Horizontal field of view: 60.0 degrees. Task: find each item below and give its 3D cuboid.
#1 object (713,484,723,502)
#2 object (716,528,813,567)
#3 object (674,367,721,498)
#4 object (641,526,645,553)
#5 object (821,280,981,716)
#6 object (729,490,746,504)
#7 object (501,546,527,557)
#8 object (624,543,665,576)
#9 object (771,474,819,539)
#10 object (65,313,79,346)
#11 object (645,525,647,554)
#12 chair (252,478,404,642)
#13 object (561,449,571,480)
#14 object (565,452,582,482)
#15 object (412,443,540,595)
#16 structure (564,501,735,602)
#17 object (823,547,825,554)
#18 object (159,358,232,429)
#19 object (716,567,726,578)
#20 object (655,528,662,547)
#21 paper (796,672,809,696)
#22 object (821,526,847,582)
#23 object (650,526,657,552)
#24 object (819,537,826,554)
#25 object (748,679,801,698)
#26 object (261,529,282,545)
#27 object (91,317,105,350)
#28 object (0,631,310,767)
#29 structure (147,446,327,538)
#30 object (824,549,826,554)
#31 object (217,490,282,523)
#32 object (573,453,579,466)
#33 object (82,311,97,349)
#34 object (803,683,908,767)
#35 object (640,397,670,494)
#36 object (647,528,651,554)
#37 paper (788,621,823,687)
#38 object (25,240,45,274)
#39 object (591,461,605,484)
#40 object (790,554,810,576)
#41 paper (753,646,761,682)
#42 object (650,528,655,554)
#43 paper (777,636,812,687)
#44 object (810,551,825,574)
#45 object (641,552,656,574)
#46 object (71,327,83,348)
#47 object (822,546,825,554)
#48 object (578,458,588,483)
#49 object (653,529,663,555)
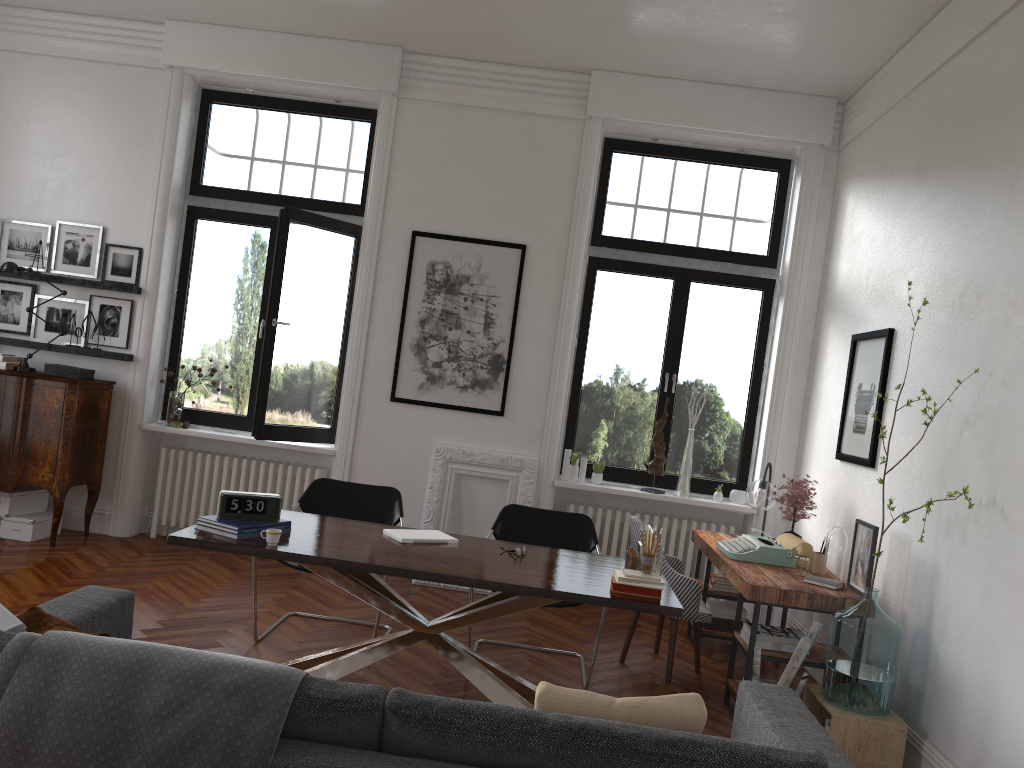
[{"bbox_3d":[1.593,0.839,6.834,0.072,0.134,0.072,8,1,28],"label":"object"},{"bbox_3d":[1.519,0.975,5.407,0.484,0.149,0.534,8,0,1],"label":"object"},{"bbox_3d":[1.431,0.358,6.817,0.295,1.054,0.289,8,1,5],"label":"object"},{"bbox_3d":[0.590,0.734,3.978,0.049,0.193,0.008,8,1,7],"label":"object"},{"bbox_3d":[1.837,0.516,4.044,0.354,2.059,0.806,7,1,-17],"label":"object"},{"bbox_3d":[1.765,0.880,6.911,0.135,0.098,0.132,7,0,-28],"label":"object"},{"bbox_3d":[0.026,0.828,4.433,0.114,0.047,0.132,7,0,-34],"label":"object"},{"bbox_3d":[0.630,0.847,4.241,0.149,0.166,0.228,8,0,3],"label":"object"},{"bbox_3d":[1.821,0.827,5.729,0.309,0.529,0.289,7,1,-43],"label":"object"},{"bbox_3d":[-3.406,-0.418,6.862,0.124,0.260,0.040,8,1,2],"label":"object"},{"bbox_3d":[0.604,0.736,4.002,0.008,0.193,0.049,7,1,-28],"label":"object"},{"bbox_3d":[-1.017,1.033,5.099,0.752,0.873,0.745,8,1,2],"label":"chair"},{"bbox_3d":[0.425,0.631,6.947,0.051,0.238,0.051,8,1,37],"label":"object"},{"bbox_3d":[0.472,0.635,6.840,0.102,0.244,0.098,7,1,-20],"label":"object"},{"bbox_3d":[-0.271,1.036,6.724,0.830,1.063,0.233,8,1,2],"label":"object"},{"bbox_3d":[1.042,1.407,7.002,1.453,0.778,0.225,8,1,2],"label":"structure"},{"bbox_3d":[1.792,0.985,5.107,0.008,0.207,0.054,7,1,-14],"label":"object"},{"bbox_3d":[-2.517,0.059,7.066,0.542,0.600,0.317,7,1,-27],"label":"object"},{"bbox_3d":[1.470,1.267,6.044,0.173,0.110,0.173,8,0,39],"label":"object"},{"bbox_3d":[0.644,0.740,3.976,0.038,0.195,0.008,8,1,29],"label":"object"},{"bbox_3d":[1.369,1.597,4.355,0.126,0.388,0.026,8,1,25],"label":"paper"},{"bbox_3d":[1.780,0.938,4.888,0.111,0.302,0.112,8,1,39],"label":"object"},{"bbox_3d":[0.632,0.737,3.999,0.032,0.195,0.008,6,2,-44],"label":"object"},{"bbox_3d":[1.785,0.985,5.135,0.054,0.207,0.008,7,1,-32],"label":"object"},{"bbox_3d":[1.263,1.642,4.354,0.261,0.305,0.260,7,1,-33],"label":"object"},{"bbox_3d":[-1.058,0.674,3.906,0.082,0.065,0.064,8,1,23],"label":"object"},{"bbox_3d":[-3.208,-0.392,6.890,0.110,0.262,0.040,8,1,2],"label":"object"},{"bbox_3d":[-0.932,0.868,2.191,0.752,0.388,0.400,8,1,2],"label":"object"},{"bbox_3d":[-2.199,0.975,7.139,1.453,0.778,0.225,8,1,2],"label":"structure"},{"bbox_3d":[1.804,0.971,5.115,0.028,0.239,0.023,8,1,0],"label":"object"},{"bbox_3d":[-1.204,0.565,4.071,0.276,0.125,0.082,7,1,-24],"label":"object"},{"bbox_3d":[0.488,0.652,6.925,0.051,0.213,0.051,8,1,37],"label":"object"},{"bbox_3d":[-3.275,-0.420,6.865,0.118,0.299,0.040,8,1,2],"label":"object"},{"bbox_3d":[1.615,1.681,4.243,0.341,0.316,0.435,8,0,2],"label":"object"},{"bbox_3d":[1.137,0.470,6.857,0.165,0.754,0.143,9,2,45],"label":"object"},{"bbox_3d":[0.608,0.736,3.950,0.008,0.193,0.049,8,1,26],"label":"object"},{"bbox_3d":[1.369,1.480,4.420,0.294,0.626,0.047,8,1,-5],"label":"paper"},{"bbox_3d":[-3.687,-0.986,6.866,0.174,0.260,0.040,8,1,2],"label":"object"},{"bbox_3d":[0.676,0.691,6.942,0.097,0.185,0.099,8,1,25],"label":"object"},{"bbox_3d":[1.619,1.017,4.982,0.093,0.101,0.093,8,1,-6],"label":"object"},{"bbox_3d":[1.194,1.531,4.353,0.073,0.479,0.033,9,2,39],"label":"paper"},{"bbox_3d":[0.622,0.737,3.950,0.008,0.195,0.036,8,1,15],"label":"object"},{"bbox_3d":[1.279,1.467,4.238,0.047,0.610,0.329,7,1,-17],"label":"paper"},{"bbox_3d":[1.767,1.032,5.121,0.058,0.113,0.075,8,1,3],"label":"object"},{"bbox_3d":[0.609,0.804,3.978,0.058,0.091,0.058,7,1,-11],"label":"object"},{"bbox_3d":[-3.346,-0.359,6.833,0.066,0.161,0.040,8,1,2],"label":"object"},{"bbox_3d":[1.796,0.987,5.130,0.054,0.207,0.008,7,1,-10],"label":"object"},{"bbox_3d":[0.551,0.673,6.899,0.051,0.188,0.051,8,1,37],"label":"object"},{"bbox_3d":[0.642,0.740,3.965,0.044,0.194,0.008,8,1,33],"label":"object"}]
